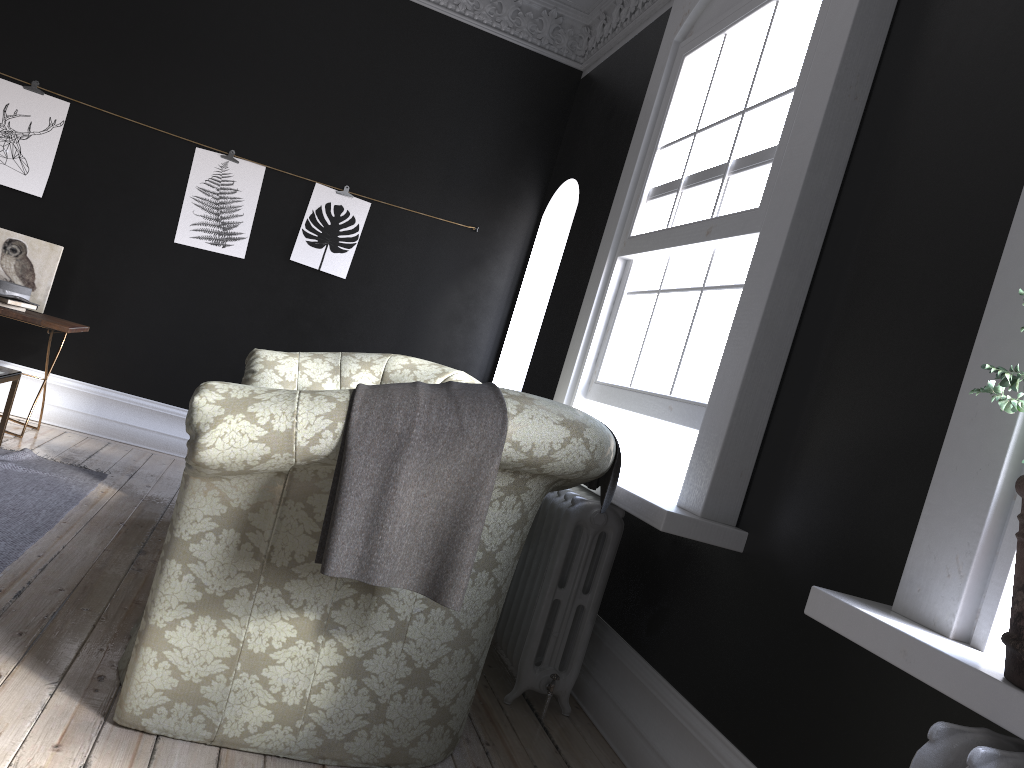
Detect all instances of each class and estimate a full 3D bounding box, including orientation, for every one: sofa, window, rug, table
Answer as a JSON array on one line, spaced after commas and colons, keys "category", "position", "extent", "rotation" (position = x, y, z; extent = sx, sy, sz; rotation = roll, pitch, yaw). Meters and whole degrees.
[{"category": "sofa", "position": [-0.465, 0.477, 3.590], "extent": [1.608, 1.161, 2.808], "rotation": [17, 0, -14]}, {"category": "window", "position": [0.797, -0.748, 3.742], "extent": [0.056, 1.672, 1.261], "rotation": [17, 1, -15]}, {"category": "rug", "position": [-2.804, 0.329, 3.053], "extent": [2.108, 0.050, 3.639], "rotation": [17, 0, -14]}, {"category": "table", "position": [-2.599, 0.113, 3.133], "extent": [1.094, 0.558, 1.446], "rotation": [17, 0, -15]}]

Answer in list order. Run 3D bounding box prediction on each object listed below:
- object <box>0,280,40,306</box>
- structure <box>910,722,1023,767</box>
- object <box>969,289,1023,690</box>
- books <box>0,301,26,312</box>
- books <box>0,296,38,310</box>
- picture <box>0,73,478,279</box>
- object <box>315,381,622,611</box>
[{"category": "object", "position": [-2.977, -0.554, 5.284], "extent": [0.257, 0.087, 0.329], "rotation": [17, 0, 41]}, {"category": "structure", "position": [0.796, 1.022, 1.036], "extent": [0.276, 0.849, 1.139], "rotation": [17, 0, -15]}, {"category": "object", "position": [1.060, -0.026, 1.453], "extent": [0.504, 1.134, 0.475], "rotation": [17, 1, 25]}, {"category": "books", "position": [-3.045, -0.484, 5.332], "extent": [0.203, 0.029, 0.268], "rotation": [17, 0, -35]}, {"category": "books", "position": [-3.017, -0.506, 5.310], "extent": [0.289, 0.030, 0.193], "rotation": [17, 0, 26]}, {"category": "picture", "position": [-2.420, -1.402, 5.914], "extent": [4.463, 0.771, 0.057], "rotation": [17, 1, -15]}, {"category": "object", "position": [-0.051, 0.302, 2.683], "extent": [0.515, 0.585, 1.370], "rotation": [17, 0, 34]}]
